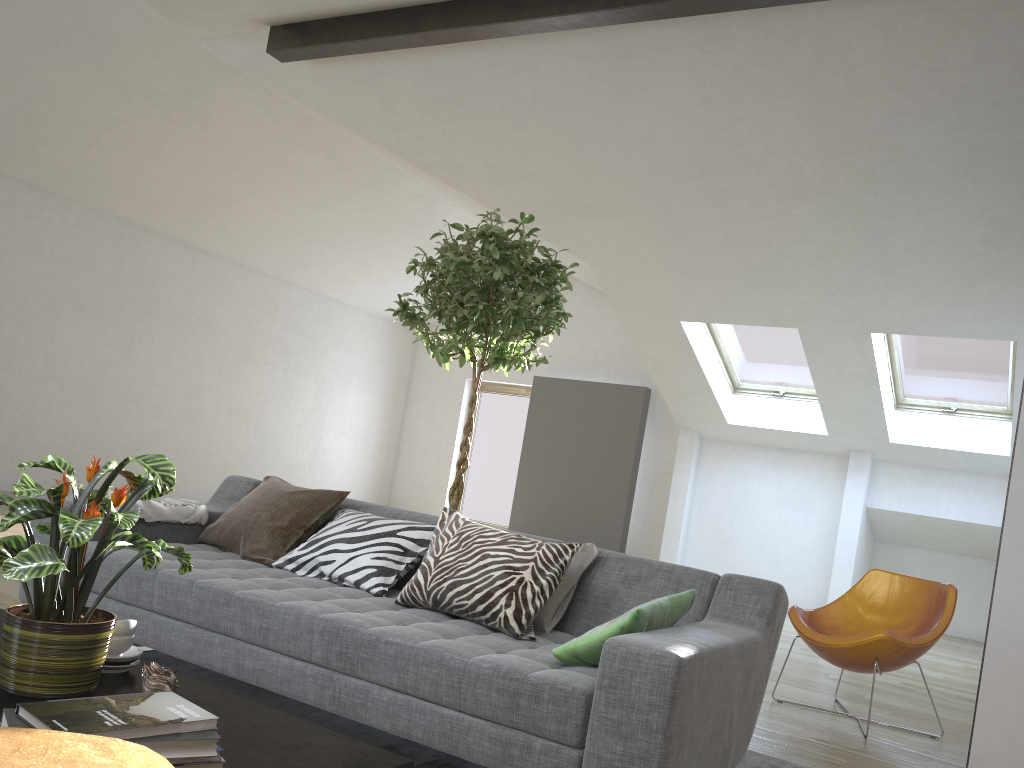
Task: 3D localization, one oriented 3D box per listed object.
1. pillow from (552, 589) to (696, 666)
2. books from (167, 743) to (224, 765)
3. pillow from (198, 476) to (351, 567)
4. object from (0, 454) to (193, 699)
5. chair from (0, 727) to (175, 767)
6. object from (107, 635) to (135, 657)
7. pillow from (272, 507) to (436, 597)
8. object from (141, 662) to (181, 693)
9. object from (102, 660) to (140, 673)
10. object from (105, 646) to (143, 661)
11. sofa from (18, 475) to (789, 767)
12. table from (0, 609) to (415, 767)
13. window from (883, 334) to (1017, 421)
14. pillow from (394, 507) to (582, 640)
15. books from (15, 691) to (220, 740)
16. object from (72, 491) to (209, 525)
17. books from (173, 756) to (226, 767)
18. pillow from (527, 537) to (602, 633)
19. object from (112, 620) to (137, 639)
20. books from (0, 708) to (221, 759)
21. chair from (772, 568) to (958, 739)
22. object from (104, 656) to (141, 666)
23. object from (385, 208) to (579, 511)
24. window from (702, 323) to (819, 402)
[{"bbox_3d":[0.327,0.687,2.494,0.227,0.260,0.444,7,-5,33],"label":"pillow"},{"bbox_3d":[-0.650,0.574,1.422,0.316,0.019,0.192,14,-8,-39],"label":"books"},{"bbox_3d":[-0.977,0.545,3.574,0.575,0.337,0.311,5,-6,40],"label":"pillow"},{"bbox_3d":[-0.871,0.380,1.780,0.379,0.524,0.436,9,-4,5],"label":"object"},{"bbox_3d":[-0.802,0.345,0.257,1.332,0.866,1.381,11,-5,-19],"label":"chair"},{"bbox_3d":[-0.868,0.568,1.930,0.079,0.049,0.083,9,-5,8],"label":"object"},{"bbox_3d":[-0.559,0.615,3.285,0.559,0.282,0.360,6,-5,30],"label":"pillow"},{"bbox_3d":[-0.706,0.595,1.758,0.069,0.078,0.125,10,-5,-1],"label":"object"},{"bbox_3d":[-0.876,0.607,1.928,0.124,0.021,0.118,11,-6,-19],"label":"object"},{"bbox_3d":[-0.871,0.589,1.931,0.117,0.024,0.125,7,-6,26],"label":"object"},{"bbox_3d":[-0.454,0.785,3.053,2.458,0.681,1.030,6,-6,30],"label":"sofa"},{"bbox_3d":[-1.036,0.740,1.769,1.548,0.324,0.623,6,-6,30],"label":"table"},{"bbox_3d":[3.826,-0.121,7.729,1.469,0.727,1.912,6,-6,31],"label":"window"},{"bbox_3d":[-0.082,0.602,2.876,0.556,0.339,0.282,6,-5,34],"label":"pillow"},{"bbox_3d":[-0.624,0.530,1.415,0.158,0.019,0.257,4,-8,40],"label":"books"},{"bbox_3d":[-1.505,0.632,3.509,0.356,0.417,0.484,7,-5,34],"label":"object"},{"bbox_3d":[-0.647,0.595,1.434,0.304,0.017,0.204,14,-8,-39],"label":"books"},{"bbox_3d":[-0.056,0.650,3.057,0.641,0.317,0.264,6,-5,30],"label":"pillow"},{"bbox_3d":[-0.865,0.540,1.932,0.075,0.067,0.086,5,-6,45],"label":"object"},{"bbox_3d":[-0.634,0.552,1.406,0.299,0.030,0.174,13,-7,-34],"label":"books"},{"bbox_3d":[1.729,1.266,4.313,0.721,0.720,0.653,12,-4,-29],"label":"chair"},{"bbox_3d":[-0.874,0.598,1.928,0.124,0.021,0.118,11,-6,-19],"label":"object"},{"bbox_3d":[-0.235,0.231,3.880,0.804,2.013,0.812,9,-3,9],"label":"object"},{"bbox_3d":[2.451,-0.266,8.501,1.469,0.727,1.912,6,-6,31],"label":"window"}]
